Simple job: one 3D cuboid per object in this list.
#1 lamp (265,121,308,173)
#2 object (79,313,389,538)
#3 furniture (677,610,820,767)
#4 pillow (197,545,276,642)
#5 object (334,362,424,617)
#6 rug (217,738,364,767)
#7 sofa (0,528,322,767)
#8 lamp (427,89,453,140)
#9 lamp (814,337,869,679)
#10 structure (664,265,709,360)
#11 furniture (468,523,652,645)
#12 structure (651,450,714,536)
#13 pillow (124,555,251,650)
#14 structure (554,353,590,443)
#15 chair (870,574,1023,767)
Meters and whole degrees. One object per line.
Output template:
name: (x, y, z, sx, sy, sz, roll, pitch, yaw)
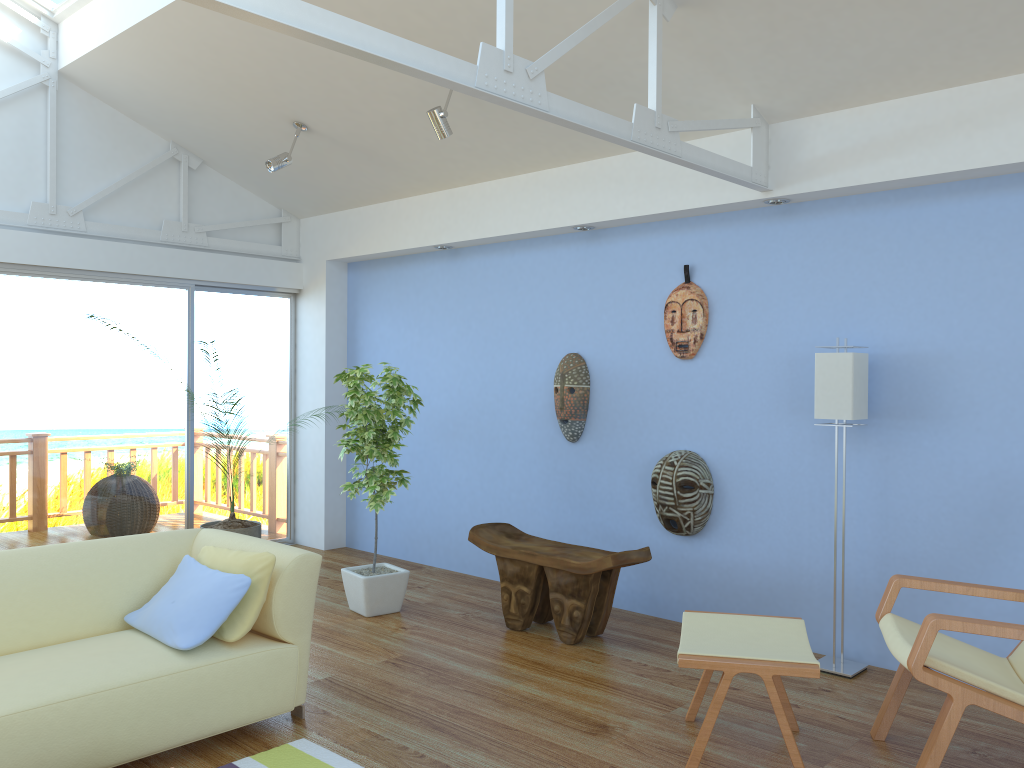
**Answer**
lamp: (-1.390, -1.452, 5.459, 0.254, 0.327, 0.118, 0, 1, -30)
object: (-1.691, 0.423, 5.676, 1.563, 1.695, 1.706, 1, 1, 34)
furniture: (0.822, 1.099, 3.137, 0.449, 0.427, 0.619, 1, 1, 13)
pillow: (-1.143, 0.783, 3.425, 0.559, 0.311, 0.201, 1, 1, 43)
object: (-0.749, 0.580, 4.982, 0.495, 1.409, 0.699, 0, 0, -4)
rug: (-0.960, 1.304, 1.978, 1.400, 0.018, 2.100, 1, 1, 43)
sofa: (-1.871, 0.936, 2.857, 0.950, 0.597, 2.448, 1, 1, 43)
lamp: (-0.342, -1.424, 4.525, 0.195, 0.351, 0.127, 0, 1, -29)
lamp: (1.503, 0.549, 4.063, 0.200, 1.520, 0.200, 1, 1, 43)
structure: (0.927, -0.387, 4.774, 0.264, 0.508, 0.063, 1, 1, 43)
furniture: (0.221, 1.041, 4.627, 1.100, 0.507, 0.329, 1, 1, 43)
structure: (0.874, 0.592, 4.741, 0.359, 0.466, 0.185, 1, 1, 43)
pillow: (-1.237, 0.820, 3.342, 0.272, 0.244, 0.566, 0, 1, -45)
structure: (0.330, 0.083, 5.294, 0.254, 0.541, 0.115, 1, 1, 43)
chair: (1.701, 0.831, 2.934, 0.859, 0.982, 0.632, 1, 1, 13)
